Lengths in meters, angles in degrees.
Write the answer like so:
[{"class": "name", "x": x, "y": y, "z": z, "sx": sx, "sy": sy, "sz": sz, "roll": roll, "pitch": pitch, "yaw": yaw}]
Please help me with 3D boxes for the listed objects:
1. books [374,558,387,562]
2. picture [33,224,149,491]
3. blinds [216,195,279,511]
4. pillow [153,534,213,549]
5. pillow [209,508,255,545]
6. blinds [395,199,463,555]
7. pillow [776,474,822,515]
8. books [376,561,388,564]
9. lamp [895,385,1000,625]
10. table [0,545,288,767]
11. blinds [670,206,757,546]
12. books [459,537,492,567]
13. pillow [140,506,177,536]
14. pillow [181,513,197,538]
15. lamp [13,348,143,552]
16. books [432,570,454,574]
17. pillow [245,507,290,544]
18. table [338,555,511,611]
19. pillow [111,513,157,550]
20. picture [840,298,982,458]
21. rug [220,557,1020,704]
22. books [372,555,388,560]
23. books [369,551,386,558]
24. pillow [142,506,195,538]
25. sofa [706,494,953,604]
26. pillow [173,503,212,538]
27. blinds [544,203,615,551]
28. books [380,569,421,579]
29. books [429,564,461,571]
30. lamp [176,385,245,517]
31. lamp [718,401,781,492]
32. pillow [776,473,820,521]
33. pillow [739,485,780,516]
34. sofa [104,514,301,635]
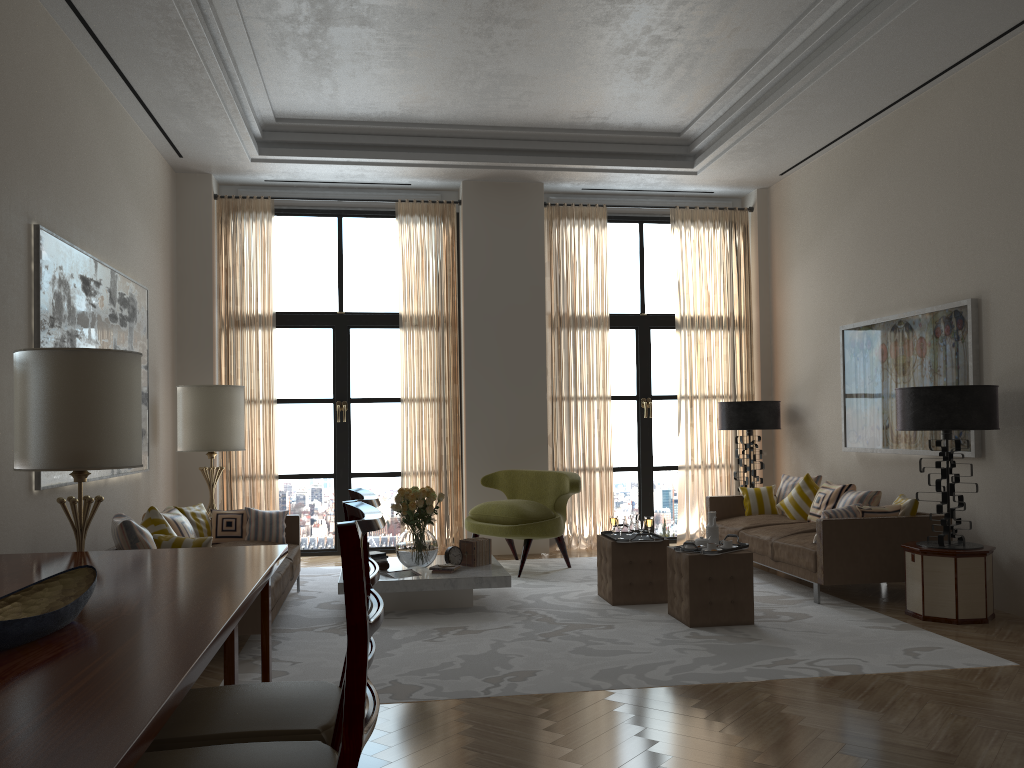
[{"class": "books", "x": -1.437, "y": 1.785, "z": 8.992, "sx": 0.207, "sy": 0.024, "sz": 0.262, "roll": -4, "pitch": -4, "yaw": 44}, {"class": "picture", "x": -3.771, "y": -0.126, "z": 8.157, "sx": 0.045, "sy": 1.997, "sz": 3.064, "roll": -1, "pitch": -2, "yaw": -8}, {"class": "blinds", "x": -3.498, "y": -0.035, "z": 11.777, "sx": 0.780, "sy": 4.883, "sz": 0.419, "roll": -1, "pitch": -1, "yaw": -6}, {"class": "pillow", "x": -2.498, "y": 1.358, "z": 6.801, "sx": 0.482, "sy": 0.432, "sz": 0.318, "roll": -1, "pitch": -2, "yaw": 1}, {"class": "pillow", "x": -2.924, "y": 1.503, "z": 9.217, "sx": 0.464, "sy": 0.411, "sz": 0.304, "roll": 0, "pitch": -2, "yaw": -10}, {"class": "blinds", "x": -1.132, "y": -0.059, "z": 12.135, "sx": 0.874, "sy": 4.871, "sz": 0.418, "roll": -1, "pitch": -1, "yaw": -6}, {"class": "pillow", "x": 3.522, "y": 1.411, "z": 11.002, "sx": 0.355, "sy": 0.576, "sz": 0.624, "roll": 0, "pitch": -2, "yaw": -30}, {"class": "books", "x": -1.435, "y": 1.816, "z": 9.002, "sx": 0.280, "sy": 0.035, "sz": 0.207, "roll": 2, "pitch": -4, "yaw": -42}, {"class": "lamp", "x": 3.861, "y": 1.037, "z": 7.844, "sx": 0.829, "sy": 2.017, "sz": 0.830, "roll": -1, "pitch": -1, "yaw": -8}, {"class": "table", "x": -1.988, "y": 1.420, "z": 3.477, "sx": 1.800, "sy": 1.026, "sz": 3.804, "roll": 0, "pitch": -3, "yaw": -9}, {"class": "blinds", "x": 2.897, "y": -0.088, "z": 12.746, "sx": 1.242, "sy": 4.871, "sz": 0.419, "roll": -1, "pitch": -1, "yaw": -7}, {"class": "books", "x": -0.370, "y": 1.691, "z": 8.936, "sx": 0.211, "sy": 0.264, "sz": 0.282, "roll": -2, "pitch": -3, "yaw": 42}, {"class": "pillow", "x": -2.895, "y": 1.309, "z": 7.295, "sx": 0.767, "sy": 0.616, "sz": 0.355, "roll": -2, "pitch": -2, "yaw": 35}, {"class": "pillow", "x": -3.119, "y": 1.461, "z": 8.219, "sx": 0.371, "sy": 0.565, "sz": 0.660, "roll": 0, "pitch": -2, "yaw": -13}, {"class": "lamp", "x": -2.840, "y": 0.920, "z": 5.834, "sx": 0.767, "sy": 2.253, "sz": 0.768, "roll": 0, "pitch": -2, "yaw": -42}, {"class": "books", "x": -0.654, "y": 1.795, "z": 8.546, "sx": 0.197, "sy": 0.024, "sz": 0.256, "roll": -1, "pitch": -3, "yaw": 9}, {"class": "pillow", "x": -2.557, "y": 1.496, "z": 9.236, "sx": 0.498, "sy": 0.428, "sz": 0.327, "roll": 0, "pitch": -2, "yaw": -21}, {"class": "table", "x": -0.899, "y": 1.996, "z": 8.856, "sx": 1.583, "sy": 0.343, "sz": 1.502, "roll": 0, "pitch": -3, "yaw": -9}, {"class": "pillow", "x": -2.913, "y": 1.306, "z": 6.890, "sx": 0.355, "sy": 0.576, "sz": 0.624, "roll": 0, "pitch": -2, "yaw": -30}, {"class": "picture", "x": 4.118, "y": 0.000, "z": 9.349, "sx": 0.080, "sy": 1.479, "sz": 2.269, "roll": -1, "pitch": -2, "yaw": -10}, {"class": "rug", "x": 0.411, "y": 2.103, "z": 8.639, "sx": 5.517, "sy": 0.065, "sz": 5.736, "roll": 0, "pitch": -3, "yaw": -9}, {"class": "books", "x": -1.438, "y": 1.761, "z": 9.005, "sx": 0.280, "sy": 0.024, "sz": 0.230, "roll": 2, "pitch": -4, "yaw": -44}, {"class": "books", "x": -1.443, "y": 1.734, "z": 8.996, "sx": 0.260, "sy": 0.030, "sz": 0.207, "roll": 2, "pitch": -4, "yaw": -42}, {"class": "pillow", "x": -3.004, "y": 1.377, "z": 7.852, "sx": 0.403, "sy": 0.547, "sz": 0.618, "roll": -1, "pitch": -2, "yaw": -5}, {"class": "sofa", "x": 3.332, "y": 1.751, "z": 9.856, "sx": 1.351, "sy": 0.819, "sz": 2.982, "roll": 0, "pitch": -3, "yaw": -9}, {"class": "pillow", "x": -3.241, "y": 1.470, "z": 9.080, "sx": 0.296, "sy": 0.475, "sz": 0.516, "roll": -1, "pitch": -2, "yaw": 13}, {"class": "blinds", "x": 0.943, "y": -0.074, "z": 12.451, "sx": 0.960, "sy": 4.871, "sz": 0.419, "roll": -1, "pitch": -1, "yaw": -7}, {"class": "books", "x": -1.071, "y": 1.788, "z": 8.406, "sx": 0.281, "sy": 0.038, "sz": 0.384, "roll": 1, "pitch": -3, "yaw": -36}, {"class": "books", "x": -0.644, "y": 1.771, "z": 8.549, "sx": 0.255, "sy": 0.026, "sz": 0.202, "roll": -2, "pitch": -3, "yaw": 16}, {"class": "lamp", "x": -3.538, "y": 1.154, "z": 10.443, "sx": 0.768, "sy": 2.253, "sz": 0.767, "roll": -2, "pitch": -2, "yaw": 44}, {"class": "lamp", "x": 3.235, "y": 1.250, "z": 12.027, "sx": 0.829, "sy": 2.017, "sz": 0.830, "roll": -1, "pitch": -1, "yaw": -4}, {"class": "pillow", "x": 3.503, "y": 1.376, "z": 10.598, "sx": 0.767, "sy": 0.616, "sz": 0.355, "roll": -2, "pitch": -2, "yaw": 35}, {"class": "pillow", "x": 3.109, "y": 1.483, "z": 11.089, "sx": 0.482, "sy": 0.432, "sz": 0.318, "roll": -1, "pitch": -2, "yaw": 1}, {"class": "sofa", "x": -2.712, "y": 1.751, "z": 8.021, "sx": 1.351, "sy": 0.819, "sz": 2.982, "roll": 0, "pitch": -3, "yaw": -9}]
